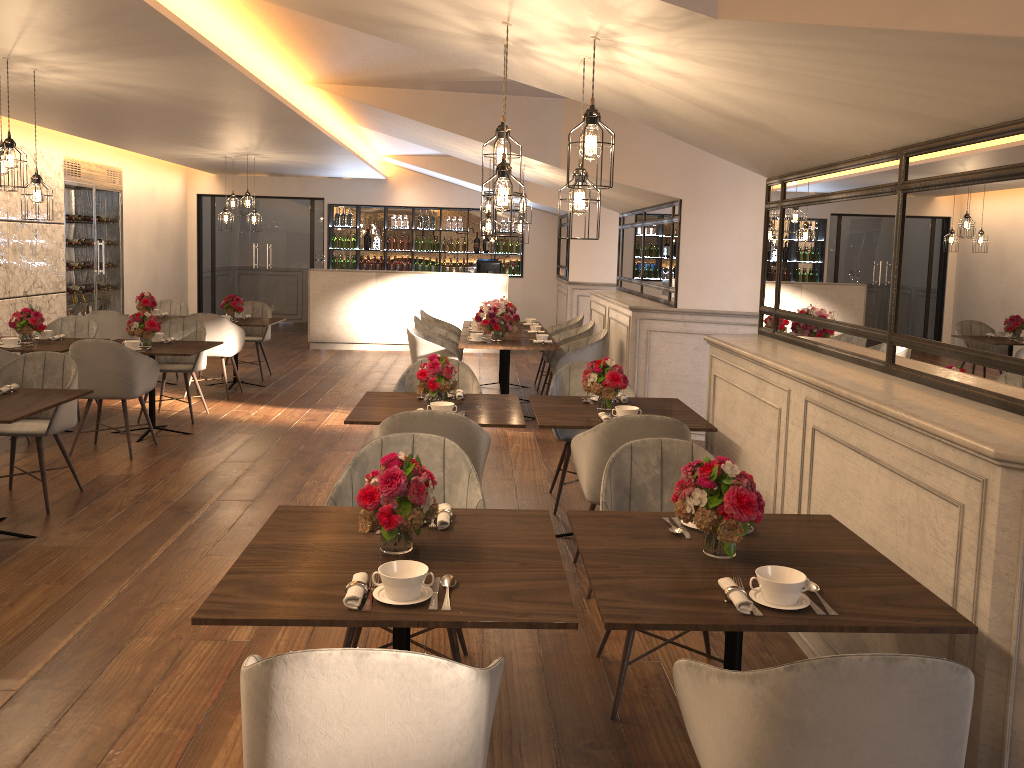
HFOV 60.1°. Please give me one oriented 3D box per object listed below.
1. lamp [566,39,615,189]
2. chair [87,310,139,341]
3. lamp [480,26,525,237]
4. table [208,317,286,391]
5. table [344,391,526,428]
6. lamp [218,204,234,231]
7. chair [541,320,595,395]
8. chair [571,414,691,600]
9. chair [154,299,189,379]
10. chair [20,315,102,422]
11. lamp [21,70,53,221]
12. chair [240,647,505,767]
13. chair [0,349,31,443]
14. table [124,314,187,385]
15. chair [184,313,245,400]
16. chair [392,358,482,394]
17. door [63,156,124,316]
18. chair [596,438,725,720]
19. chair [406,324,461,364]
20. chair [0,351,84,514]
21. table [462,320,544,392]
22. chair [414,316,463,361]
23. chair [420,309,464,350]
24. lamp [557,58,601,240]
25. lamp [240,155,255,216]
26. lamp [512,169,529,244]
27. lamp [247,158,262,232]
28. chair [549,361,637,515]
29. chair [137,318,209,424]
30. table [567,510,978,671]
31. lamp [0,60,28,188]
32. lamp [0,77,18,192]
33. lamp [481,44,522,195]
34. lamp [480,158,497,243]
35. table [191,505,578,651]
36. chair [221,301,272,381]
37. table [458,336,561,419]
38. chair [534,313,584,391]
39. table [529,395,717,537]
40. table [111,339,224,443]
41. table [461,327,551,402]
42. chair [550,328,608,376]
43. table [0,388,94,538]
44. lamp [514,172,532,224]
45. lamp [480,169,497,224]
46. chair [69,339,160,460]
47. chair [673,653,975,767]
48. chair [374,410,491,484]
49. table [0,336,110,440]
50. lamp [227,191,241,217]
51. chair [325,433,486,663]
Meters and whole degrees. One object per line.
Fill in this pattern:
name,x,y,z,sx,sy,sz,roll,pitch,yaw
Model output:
lamp,0.326,-1.776,3.296,0.175,2.059,0.176,2,6,-1
chair,-3.994,-0.327,8.935,0.565,0.867,0.529,1,6,-2
lamp,-0.012,-1.623,3.502,0.175,2.059,0.176,2,6,-1
table,-3.009,-0.331,9.636,0.896,0.717,0.902,1,7,-2
table,-0.405,0.479,4.850,0.896,0.717,0.902,1,7,-2
lamp,-3.625,-2.980,11.217,0.175,2.059,0.176,2,6,-1
chair,0.576,-0.232,9.167,0.526,0.867,0.568,1,6,-2
chair,0.573,0.527,4.227,0.565,0.867,0.529,1,6,-2
chair,-4.028,-0.531,10.257,0.565,0.867,0.529,1,6,-2
chair,-3.936,-0.150,7.793,0.565,0.867,0.529,1,6,-2
lamp,-3.095,-2.104,5.733,0.175,2.059,0.176,2,6,-1
chair,-0.299,0.863,1.877,0.565,0.867,0.529,1,6,-2
chair,-3.902,0.054,6.471,0.565,0.867,0.529,1,6,-2
table,-3.967,-0.352,9.598,0.896,0.717,0.902,1,7,-2
chair,-3.035,-0.306,8.973,0.565,0.867,0.529,1,6,-2
chair,-0.466,0.300,5.509,0.565,0.867,0.529,1,6,-2
door,-5.263,-1.555,11.213,0.134,2.455,1.869,1,7,-2
chair,0.578,0.680,3.235,0.565,0.867,0.529,1,6,-2
chair,-0.715,-0.115,8.162,0.526,0.867,0.568,1,6,-2
chair,-2.882,0.269,5.266,0.565,0.867,0.529,1,6,-2
table,-0.118,-0.320,10.102,0.896,0.717,0.902,1,7,-2
chair,-0.750,-0.259,9.096,0.526,0.867,0.568,1,6,-2
chair,-0.785,-0.404,10.030,0.526,0.867,0.568,1,6,-2
lamp,0.308,-1.635,3.641,0.175,2.059,0.176,2,6,-1
lamp,-3.287,-3.134,11.010,0.175,2.059,0.176,2,6,-1
lamp,0.113,-2.444,8.865,0.175,2.059,0.176,2,6,-1
lamp,-3.305,-2.993,11.356,0.175,2.059,0.176,2,6,-1
chair,0.492,0.322,5.547,0.565,0.867,0.529,1,6,-2
chair,-2.978,-0.128,7.831,0.565,0.867,0.529,1,6,-2
table,0.639,0.859,2.576,0.896,0.717,0.902,1,7,-2
lamp,-3.078,-2.245,5.388,0.175,2.059,0.176,2,6,-1
lamp,-3.422,-2.334,5.903,0.175,2.059,0.176,2,6,-1
lamp,-0.019,-1.865,3.811,0.175,2.059,0.176,2,6,-1
lamp,-0.207,-2.432,8.726,0.175,2.059,0.176,2,6,-1
table,-0.319,0.837,2.538,0.896,0.717,0.902,1,7,-2
chair,-3.070,-0.510,10.295,0.565,0.867,0.529,1,6,-2
table,-0.048,-0.031,8.234,0.896,0.717,0.902,1,7,-2
chair,0.541,-0.377,10.101,0.526,0.867,0.568,1,6,-2
table,0.553,0.501,4.887,0.896,0.717,0.902,1,7,-2
table,-2.916,0.051,7.171,0.896,0.717,0.902,1,7,-2
table,-0.083,-0.175,9.168,0.896,0.717,0.902,1,7,-2
chair,0.611,-0.088,8.233,0.526,0.867,0.568,1,6,-2
table,-2.821,0.448,4.607,0.896,0.717,0.902,1,7,-2
lamp,0.131,-2.585,8.520,0.175,2.059,0.176,2,6,-1
lamp,-0.214,-2.674,9.035,0.175,2.059,0.176,2,6,-1
chair,-2.943,0.076,6.509,0.565,0.867,0.529,1,6,-2
chair,0.659,0.885,1.915,0.565,0.867,0.529,1,6,-2
chair,-0.386,0.506,4.189,0.565,0.867,0.529,1,6,-2
table,-3.875,0.029,7.133,0.896,0.717,0.902,1,7,-2
lamp,-3.632,-3.223,11.525,0.175,2.059,0.176,2,6,-1
chair,-0.380,0.658,3.197,0.565,0.867,0.529,1,6,-2
